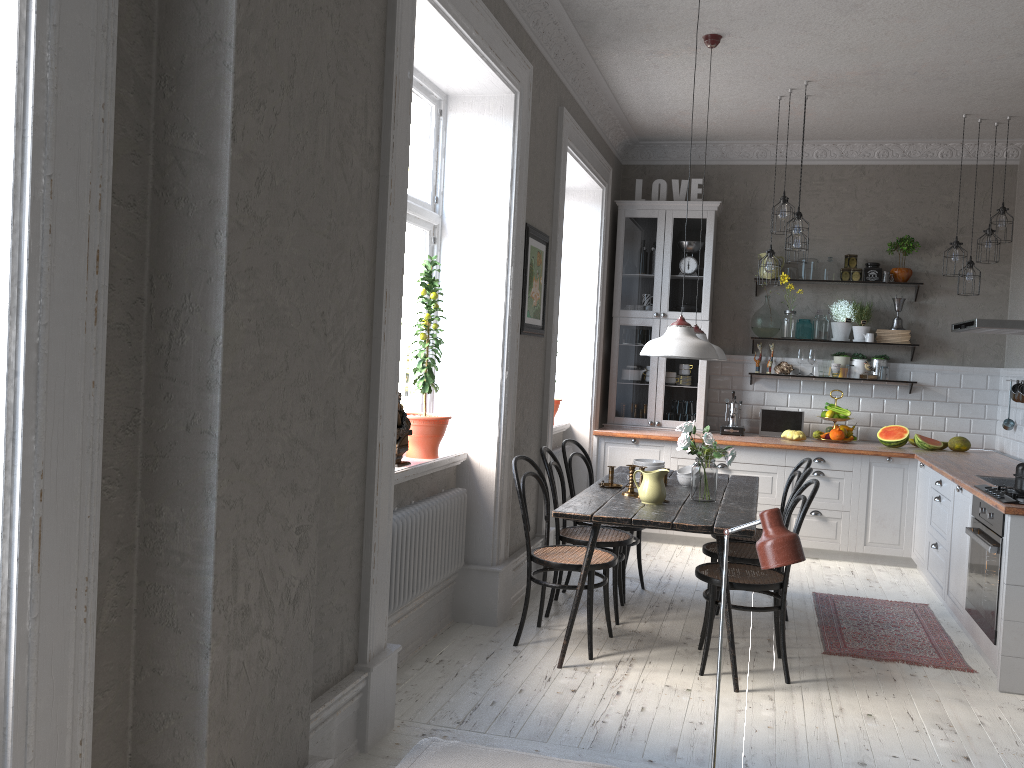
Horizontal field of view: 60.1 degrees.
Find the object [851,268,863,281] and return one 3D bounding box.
[{"bbox_3d":[2.816,-0.884,7.237,0.081,0.113,0.084,4,2,25],"label":"object"}]

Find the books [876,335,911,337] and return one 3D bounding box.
[{"bbox_3d":[3.104,-0.389,7.212,0.258,0.011,0.159,4,2,17],"label":"books"}]

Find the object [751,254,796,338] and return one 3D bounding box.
[{"bbox_3d":[2.123,-0.724,7.370,0.338,0.674,0.334,2,2,-17],"label":"object"}]

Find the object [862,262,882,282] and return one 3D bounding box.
[{"bbox_3d":[2.950,-0.908,7.255,0.140,0.174,0.143,3,2,15],"label":"object"}]

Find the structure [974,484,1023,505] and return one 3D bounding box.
[{"bbox_3d":[2.599,0.546,4.338,0.491,0.031,0.612,3,2,15],"label":"structure"}]

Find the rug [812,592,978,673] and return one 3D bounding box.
[{"bbox_3d":[2.087,1.364,4.987,0.728,0.014,1.302,4,2,16],"label":"rug"}]

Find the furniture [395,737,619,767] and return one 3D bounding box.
[{"bbox_3d":[-0.085,1.125,1.855,0.577,0.476,0.836,3,2,15],"label":"furniture"}]

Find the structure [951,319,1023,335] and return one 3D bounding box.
[{"bbox_3d":[3.116,-1.102,5.265,0.705,1.595,0.719,3,2,15],"label":"structure"}]

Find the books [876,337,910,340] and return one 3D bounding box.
[{"bbox_3d":[3.103,-0.367,7.213,0.257,0.016,0.160,4,2,23],"label":"books"}]

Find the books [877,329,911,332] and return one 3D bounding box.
[{"bbox_3d":[3.107,-0.432,7.211,0.257,0.011,0.160,4,2,20],"label":"books"}]

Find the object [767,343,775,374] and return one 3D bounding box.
[{"bbox_3d":[2.175,-0.215,7.436,0.063,0.264,0.052,1,2,-39],"label":"object"}]

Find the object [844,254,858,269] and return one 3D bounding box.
[{"bbox_3d":[2.768,-0.998,7.237,0.083,0.113,0.082,3,2,-5],"label":"object"}]

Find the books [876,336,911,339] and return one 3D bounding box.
[{"bbox_3d":[3.104,-0.378,7.213,0.257,0.011,0.160,4,2,20],"label":"books"}]

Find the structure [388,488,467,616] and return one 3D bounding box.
[{"bbox_3d":[-0.446,0.756,4.018,0.147,0.428,1.234,3,2,14],"label":"structure"}]

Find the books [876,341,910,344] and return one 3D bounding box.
[{"bbox_3d":[3.102,-0.334,7.214,0.258,0.011,0.159,4,2,17],"label":"books"}]

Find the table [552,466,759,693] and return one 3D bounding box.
[{"bbox_3d":[0.863,0.948,4.848,0.895,0.735,1.939,3,2,16],"label":"table"}]

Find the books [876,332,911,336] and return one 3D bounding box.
[{"bbox_3d":[3.105,-0.410,7.212,0.256,0.016,0.160,4,2,27],"label":"books"}]

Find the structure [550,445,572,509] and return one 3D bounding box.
[{"bbox_3d":[0.262,0.707,6.479,0.147,0.428,1.234,3,2,14],"label":"structure"}]

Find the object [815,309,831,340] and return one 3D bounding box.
[{"bbox_3d":[2.601,-0.492,7.423,0.129,0.264,0.133,4,2,20],"label":"object"}]

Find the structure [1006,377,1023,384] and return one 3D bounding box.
[{"bbox_3d":[3.569,-0.014,6.072,0.093,0.053,1.097,3,2,16],"label":"structure"}]

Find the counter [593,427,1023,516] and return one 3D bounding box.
[{"bbox_3d":[1.934,0.493,5.852,3.129,0.039,3.425,3,2,15],"label":"counter"}]

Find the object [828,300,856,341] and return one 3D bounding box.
[{"bbox_3d":[2.744,-0.528,7.324,0.240,0.354,0.239,4,2,33],"label":"object"}]

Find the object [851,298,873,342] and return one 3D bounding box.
[{"bbox_3d":[2.857,-0.531,7.241,0.187,0.380,0.166,2,2,-24],"label":"object"}]

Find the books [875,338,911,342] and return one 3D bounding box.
[{"bbox_3d":[3.103,-0.356,7.213,0.256,0.016,0.160,4,2,27],"label":"books"}]

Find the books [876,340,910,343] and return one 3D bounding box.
[{"bbox_3d":[3.102,-0.346,7.214,0.257,0.011,0.160,4,2,20],"label":"books"}]

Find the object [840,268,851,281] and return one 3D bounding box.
[{"bbox_3d":[2.734,-0.889,7.261,0.082,0.113,0.083,3,2,15],"label":"object"}]

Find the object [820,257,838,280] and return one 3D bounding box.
[{"bbox_3d":[2.649,-0.950,7.386,0.142,0.220,0.137,2,2,-26],"label":"object"}]

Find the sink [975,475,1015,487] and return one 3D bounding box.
[{"bbox_3d":[2.920,0.450,4.929,0.523,0.720,0.491,3,2,15],"label":"sink"}]

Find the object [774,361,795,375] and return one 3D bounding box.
[{"bbox_3d":[2.264,-0.134,7.390,0.178,0.111,0.096,3,2,-8],"label":"object"}]

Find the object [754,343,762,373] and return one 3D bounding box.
[{"bbox_3d":[2.078,-0.222,7.476,0.054,0.264,0.061,2,2,-14],"label":"object"}]

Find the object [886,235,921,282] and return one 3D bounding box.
[{"bbox_3d":[3.166,-1.005,7.151,0.255,0.397,0.246,4,2,39],"label":"object"}]

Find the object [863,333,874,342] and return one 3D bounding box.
[{"bbox_3d":[2.896,-0.373,7.169,0.064,0.071,0.104,1,3,-45],"label":"object"}]

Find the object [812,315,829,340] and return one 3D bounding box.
[{"bbox_3d":[2.536,-0.462,7.283,0.122,0.206,0.127,4,2,37],"label":"object"}]

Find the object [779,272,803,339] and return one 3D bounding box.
[{"bbox_3d":[2.275,-0.645,7.288,0.191,0.540,0.282,3,2,7],"label":"object"}]

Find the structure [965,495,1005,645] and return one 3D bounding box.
[{"bbox_3d":[2.604,0.911,4.340,0.612,0.623,0.628,3,2,15],"label":"structure"}]

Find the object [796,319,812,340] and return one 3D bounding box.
[{"bbox_3d":[2.441,-0.454,7.400,0.124,0.172,0.127,4,2,18],"label":"object"}]

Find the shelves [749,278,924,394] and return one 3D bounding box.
[{"bbox_3d":[2.649,-0.383,7.319,1.303,0.923,0.231,3,2,14],"label":"shelves"}]

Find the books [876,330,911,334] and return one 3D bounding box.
[{"bbox_3d":[3.106,-0.421,7.211,0.257,0.016,0.160,4,2,23],"label":"books"}]

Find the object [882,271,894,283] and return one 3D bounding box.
[{"bbox_3d":[3.028,-0.861,7.134,0.092,0.096,0.075,3,2,15],"label":"object"}]

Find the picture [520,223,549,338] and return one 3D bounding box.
[{"bbox_3d":[0.137,-0.588,5.157,0.020,0.619,0.526,3,2,16],"label":"picture"}]

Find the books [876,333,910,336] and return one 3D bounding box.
[{"bbox_3d":[3.105,-0.400,7.212,0.257,0.011,0.160,4,2,20],"label":"books"}]

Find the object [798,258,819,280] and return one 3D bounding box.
[{"bbox_3d":[2.450,-0.941,7.337,0.175,0.184,0.168,2,2,-36],"label":"object"}]
